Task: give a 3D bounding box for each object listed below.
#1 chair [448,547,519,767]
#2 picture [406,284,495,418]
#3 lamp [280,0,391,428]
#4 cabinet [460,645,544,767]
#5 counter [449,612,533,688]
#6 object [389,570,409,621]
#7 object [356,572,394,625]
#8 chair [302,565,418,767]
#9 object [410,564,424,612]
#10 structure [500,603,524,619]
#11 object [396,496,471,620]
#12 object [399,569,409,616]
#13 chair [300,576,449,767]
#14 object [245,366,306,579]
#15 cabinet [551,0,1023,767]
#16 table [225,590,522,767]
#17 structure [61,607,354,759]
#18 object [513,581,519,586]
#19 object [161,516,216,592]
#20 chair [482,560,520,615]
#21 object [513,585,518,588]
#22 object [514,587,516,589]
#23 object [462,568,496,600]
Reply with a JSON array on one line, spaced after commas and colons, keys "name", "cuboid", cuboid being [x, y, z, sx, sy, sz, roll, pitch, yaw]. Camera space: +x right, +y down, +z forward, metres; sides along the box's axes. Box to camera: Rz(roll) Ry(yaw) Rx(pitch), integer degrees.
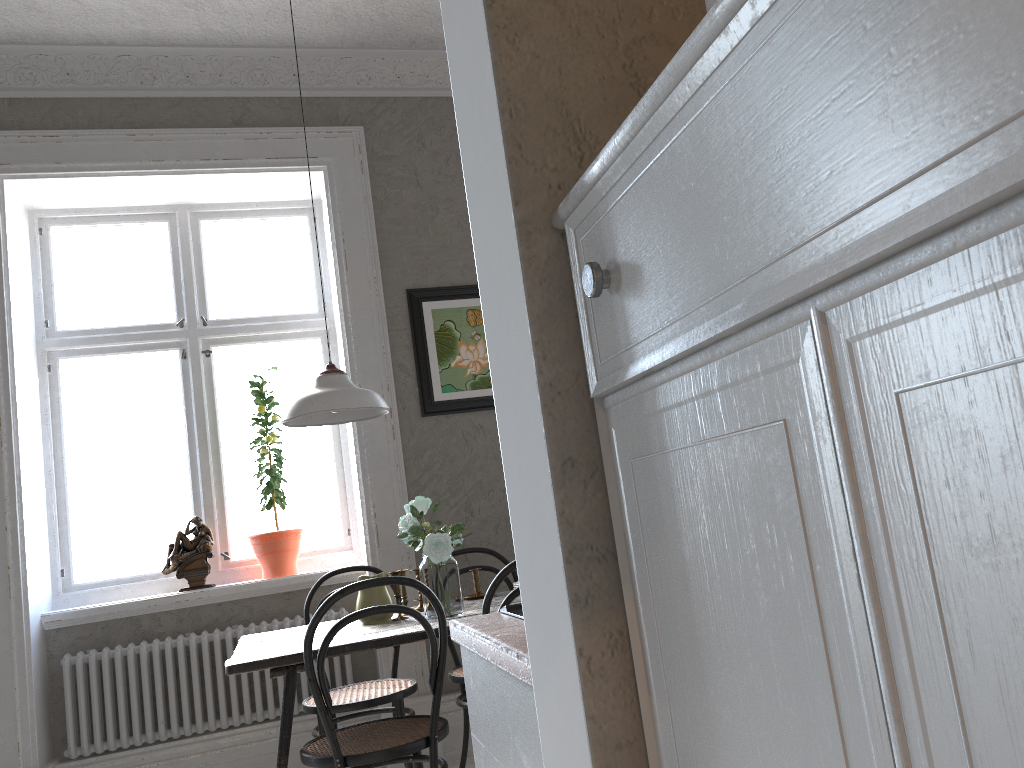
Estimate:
[{"name": "chair", "cuboid": [-0.058, 1.135, 3.643, 0.443, 0.920, 0.542, -5, -9, -18]}, {"name": "picture", "cuboid": [-0.212, -0.173, 4.250, 0.527, 0.619, 0.020, -6, -8, -17]}, {"name": "lamp", "cuboid": [-0.745, -0.786, 3.249, 0.374, 1.857, 0.385, -11, -9, 21]}, {"name": "cabinet", "cuboid": [1.635, 0.740, 2.452, 1.952, 0.853, 4.275, -13, -10, 30]}, {"name": "counter", "cuboid": [1.333, 0.431, 2.894, 3.429, 0.039, 3.128, -6, -9, -16]}, {"name": "object", "cuboid": [-0.402, 0.744, 3.120, 0.059, 0.167, 0.059, -8, -8, -2]}, {"name": "object", "cuboid": [-0.495, 0.760, 3.148, 0.146, 0.169, 0.138, -14, -10, 35]}, {"name": "chair", "cuboid": [-0.593, 1.188, 3.479, 0.440, 0.920, 0.546, -7, -8, -8]}, {"name": "object", "cuboid": [-0.341, 0.763, 3.326, 0.098, 0.171, 0.094, -2, -10, -34]}, {"name": "structure", "cuboid": [0.323, 0.338, 1.511, 0.612, 0.031, 0.491, -6, -9, -16]}, {"name": "object", "cuboid": [-0.261, 0.579, 2.998, 0.254, 0.413, 0.308, -6, -9, -17]}, {"name": "object", "cuboid": [-0.397, 0.760, 3.247, 0.062, 0.172, 0.062, -9, -8, 6]}, {"name": "chair", "cuboid": [-0.394, 1.028, 2.592, 0.443, 0.920, 0.542, -5, -9, -18]}, {"name": "object", "cuboid": [-1.139, 0.406, 4.164, 0.266, 0.990, 0.274, -11, -9, 23]}, {"name": "cabinet", "cuboid": [0.366, 0.405, 0.440, 0.388, 1.296, 0.659, -6, -8, -15]}, {"name": "table", "cuboid": [0.045, 1.144, 3.167, 1.942, 0.734, 0.895, -6, -9, -16]}, {"name": "structure", "cuboid": [-1.283, 1.284, 3.861, 1.239, 0.428, 0.147, -5, -8, -19]}, {"name": "object", "cuboid": [0.123, 0.767, 3.426, 0.236, 0.027, 0.239, -9, -8, 7]}, {"name": "object", "cuboid": [-1.471, 0.767, 4.002, 0.239, 0.329, 0.119, -6, -8, -15]}, {"name": "chair", "cuboid": [0.120, 0.977, 2.751, 0.440, 0.920, 0.546, -7, -8, -8]}, {"name": "object", "cuboid": [0.124, 0.775, 3.425, 0.232, 0.027, 0.242, -16, -11, 41]}, {"name": "object", "cuboid": [0.126, 0.784, 3.424, 0.237, 0.027, 0.238, -9, -8, 2]}, {"name": "object", "cuboid": [-0.140, 0.795, 3.531, 0.142, 0.112, 0.137, -3, -10, -33]}]
